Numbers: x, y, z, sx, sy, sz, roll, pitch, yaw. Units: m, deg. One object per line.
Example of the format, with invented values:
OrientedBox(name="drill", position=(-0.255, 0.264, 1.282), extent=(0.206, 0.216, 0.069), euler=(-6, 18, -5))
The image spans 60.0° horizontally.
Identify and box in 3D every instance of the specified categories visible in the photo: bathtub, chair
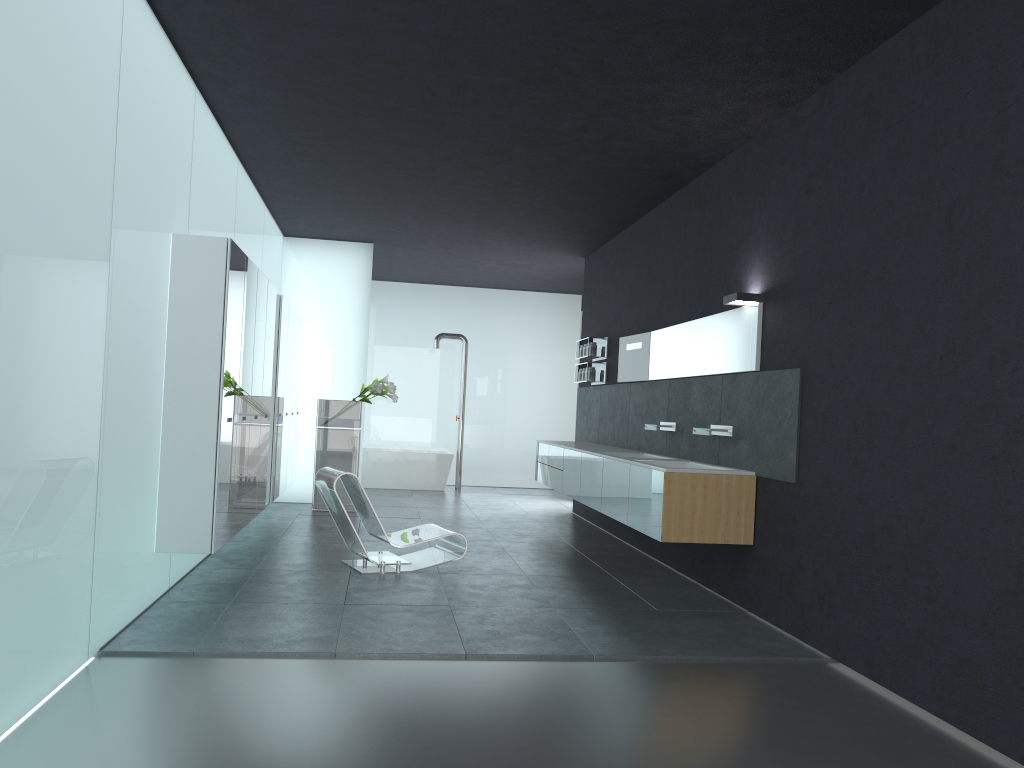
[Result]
OrientedBox(name="bathtub", position=(-2.063, 1.421, 15.906), extent=(1.978, 0.858, 0.960), euler=(3, -1, -8))
OrientedBox(name="chair", position=(-1.093, 1.214, 8.009), extent=(1.262, 0.871, 0.629), euler=(4, -1, -27))

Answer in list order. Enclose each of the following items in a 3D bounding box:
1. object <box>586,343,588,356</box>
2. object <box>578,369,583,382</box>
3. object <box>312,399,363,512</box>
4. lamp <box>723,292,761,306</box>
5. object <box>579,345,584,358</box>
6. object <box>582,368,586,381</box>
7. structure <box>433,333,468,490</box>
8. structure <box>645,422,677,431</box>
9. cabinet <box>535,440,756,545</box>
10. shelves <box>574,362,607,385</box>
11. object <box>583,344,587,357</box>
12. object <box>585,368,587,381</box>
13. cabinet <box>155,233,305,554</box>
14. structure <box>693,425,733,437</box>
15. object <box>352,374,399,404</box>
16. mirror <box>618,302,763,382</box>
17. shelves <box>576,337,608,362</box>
OrientedBox(name="object", position=(1.038, -0.451, 11.811), extent=(0.096, 0.184, 0.067), euler=(3, -1, -10))
OrientedBox(name="object", position=(0.963, -0.114, 12.207), extent=(0.096, 0.184, 0.067), euler=(3, -1, -17))
OrientedBox(name="object", position=(-2.392, 0.968, 12.181), extent=(0.585, 1.491, 0.575), euler=(3, -1, -8))
OrientedBox(name="lamp", position=(1.824, -0.673, 7.042), extent=(0.198, 0.066, 0.277), euler=(3, -2, -8))
OrientedBox(name="object", position=(0.980, -0.441, 12.210), extent=(0.096, 0.184, 0.067), euler=(3, -1, -17))
OrientedBox(name="object", position=(0.995, -0.119, 11.994), extent=(0.096, 0.184, 0.068), euler=(3, -1, 1))
OrientedBox(name="structure", position=(-1.165, 0.517, 16.037), extent=(0.643, 2.871, 0.123), euler=(3, -1, -9))
OrientedBox(name="structure", position=(1.482, 0.423, 8.903), extent=(0.186, 0.088, 0.482), euler=(3, -2, -8))
OrientedBox(name="cabinet", position=(1.095, 1.000, 9.510), extent=(0.734, 0.556, 5.584), euler=(3, -2, -8))
OrientedBox(name="shelves", position=(1.054, -0.141, 11.936), extent=(0.265, 0.285, 0.770), euler=(3, -2, -8))
OrientedBox(name="object", position=(1.011, -0.446, 11.997), extent=(0.096, 0.184, 0.068), euler=(3, -1, 1))
OrientedBox(name="object", position=(1.022, -0.124, 11.808), extent=(0.096, 0.184, 0.067), euler=(3, -1, -10))
OrientedBox(name="cabinet", position=(-2.655, 0.141, 9.140), extent=(0.398, 2.215, 6.005), euler=(3, -2, -8))
OrientedBox(name="structure", position=(1.688, 0.390, 7.500), extent=(0.186, 0.088, 0.482), euler=(3, -2, -8))
OrientedBox(name="object", position=(-2.058, 0.211, 12.078), extent=(1.024, 0.779, 0.974), euler=(3, -1, -16))
OrientedBox(name="mirror", position=(1.633, -0.324, 8.705), extent=(0.109, 0.532, 3.723), euler=(3, -2, -10))
OrientedBox(name="shelves", position=(1.070, -0.468, 11.939), extent=(0.265, 0.285, 0.770), euler=(3, -2, -8))
